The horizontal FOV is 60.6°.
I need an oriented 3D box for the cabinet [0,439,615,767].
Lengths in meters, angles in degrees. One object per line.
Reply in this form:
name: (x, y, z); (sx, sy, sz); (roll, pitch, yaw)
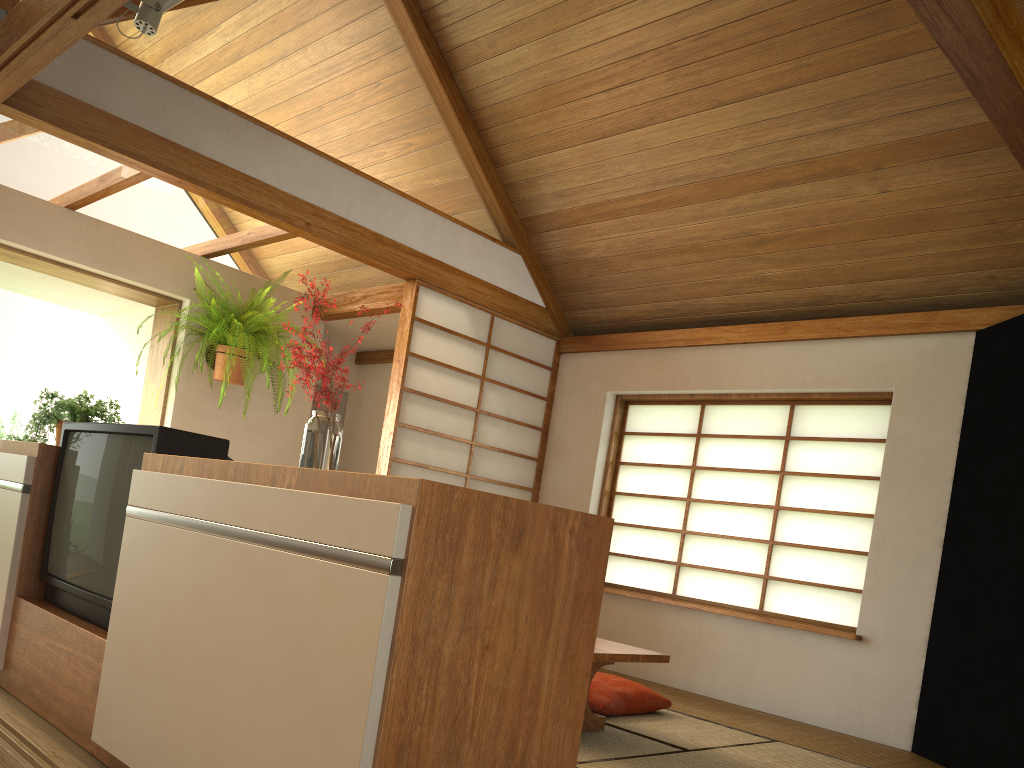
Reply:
cabinet: (-1.039, 0.590, 2.518); (2.822, 0.733, 0.528); (-1, -9, 45)

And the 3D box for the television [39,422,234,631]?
television: (-0.993, 0.425, 2.539); (0.681, 0.536, 0.465); (3, -8, 45)

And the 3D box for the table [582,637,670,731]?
table: (-0.080, 1.128, 3.535); (1.281, 0.333, 0.571); (-1, -12, 45)

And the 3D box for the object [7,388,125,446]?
object: (-1.697, 0.192, 3.356); (0.502, 0.373, 0.575); (8, -7, 6)

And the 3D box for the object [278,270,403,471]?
object: (-0.453, -0.017, 2.118); (0.224, 0.498, 0.239); (10, -2, -38)

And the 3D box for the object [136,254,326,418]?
object: (-1.711, -0.243, 5.631); (1.119, 1.121, 1.213); (5, -7, 38)

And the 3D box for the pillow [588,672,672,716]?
pillow: (0.342, 1.386, 3.999); (0.598, 0.130, 0.529); (-1, -13, 44)
